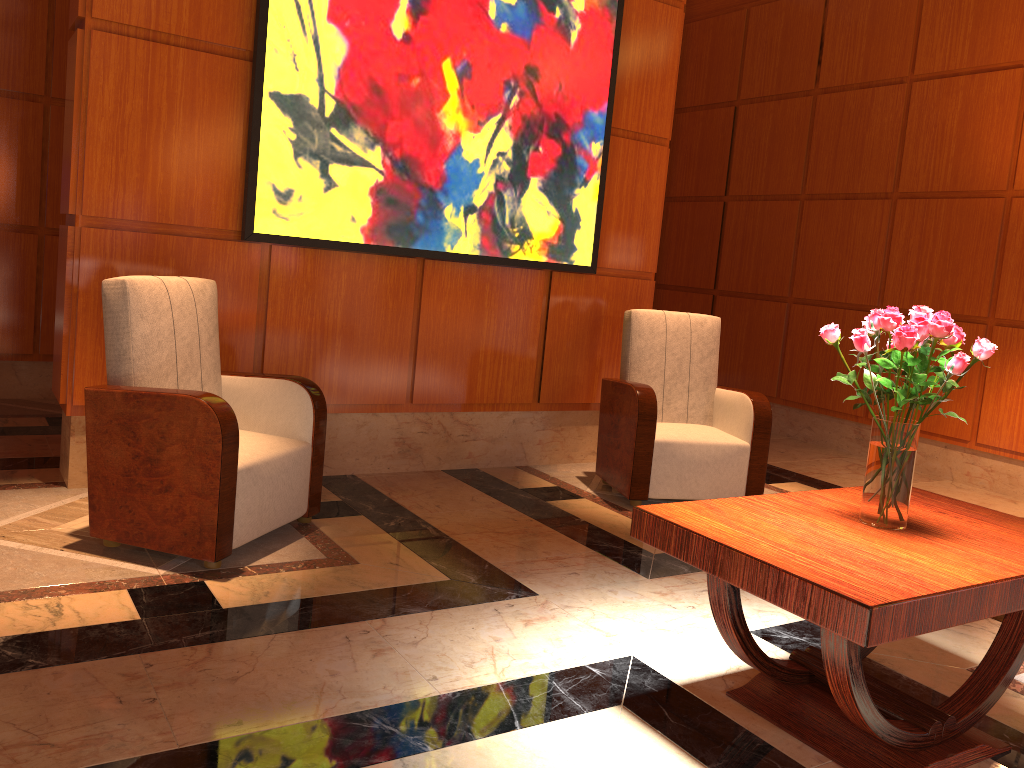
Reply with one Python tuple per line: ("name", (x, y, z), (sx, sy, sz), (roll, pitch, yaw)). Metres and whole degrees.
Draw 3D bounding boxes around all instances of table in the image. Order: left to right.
("table", (0.976, 0.648, 2.381), (1.167, 0.532, 0.728), (1, 8, -33))

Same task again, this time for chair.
("chair", (-1.145, 0.091, 3.376), (0.629, 0.957, 0.740), (7, 6, 16))
("chair", (0.901, 0.110, 4.695), (0.737, 0.957, 0.631), (4, 6, -14))

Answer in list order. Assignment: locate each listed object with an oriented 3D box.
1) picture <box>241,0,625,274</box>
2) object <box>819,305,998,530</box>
("picture", (-0.292, -1.495, 4.448), (1.995, 1.730, 0.057), (1, 7, -33))
("object", (1.026, 0.085, 2.361), (0.350, 0.594, 0.328), (4, 6, -13))
